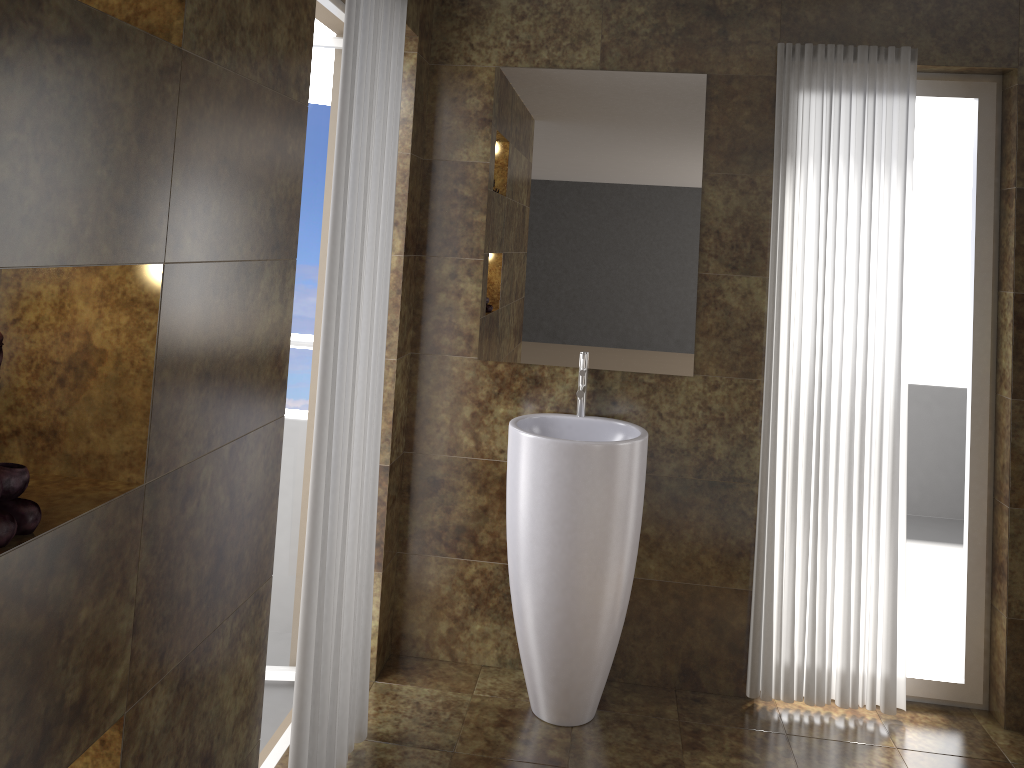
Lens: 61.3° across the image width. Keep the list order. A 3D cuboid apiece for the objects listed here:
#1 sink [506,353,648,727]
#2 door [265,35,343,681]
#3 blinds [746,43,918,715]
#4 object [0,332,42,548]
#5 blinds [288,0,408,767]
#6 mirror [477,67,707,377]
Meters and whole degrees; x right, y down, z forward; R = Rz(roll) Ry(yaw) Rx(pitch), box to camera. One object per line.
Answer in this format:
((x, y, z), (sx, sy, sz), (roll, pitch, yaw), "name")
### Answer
((0.197, 0.489, 2.827), (0.460, 1.134, 0.434), (3, -2, 10), "sink")
((-1.065, -0.133, 2.944), (0.961, 2.224, 0.039), (3, -4, -3), "door")
((1.109, -0.060, 2.947), (0.520, 2.261, 0.067), (3, -4, 7), "blinds")
((-0.709, 0.056, 1.140), (0.175, 0.284, 0.111), (3, -2, 7), "object")
((-0.421, -0.054, 2.387), (0.068, 2.273, 0.595), (3, -3, 6), "blinds")
((0.288, -0.600, 3.119), (0.769, 1.090, 0.008), (3, -4, 7), "mirror")
